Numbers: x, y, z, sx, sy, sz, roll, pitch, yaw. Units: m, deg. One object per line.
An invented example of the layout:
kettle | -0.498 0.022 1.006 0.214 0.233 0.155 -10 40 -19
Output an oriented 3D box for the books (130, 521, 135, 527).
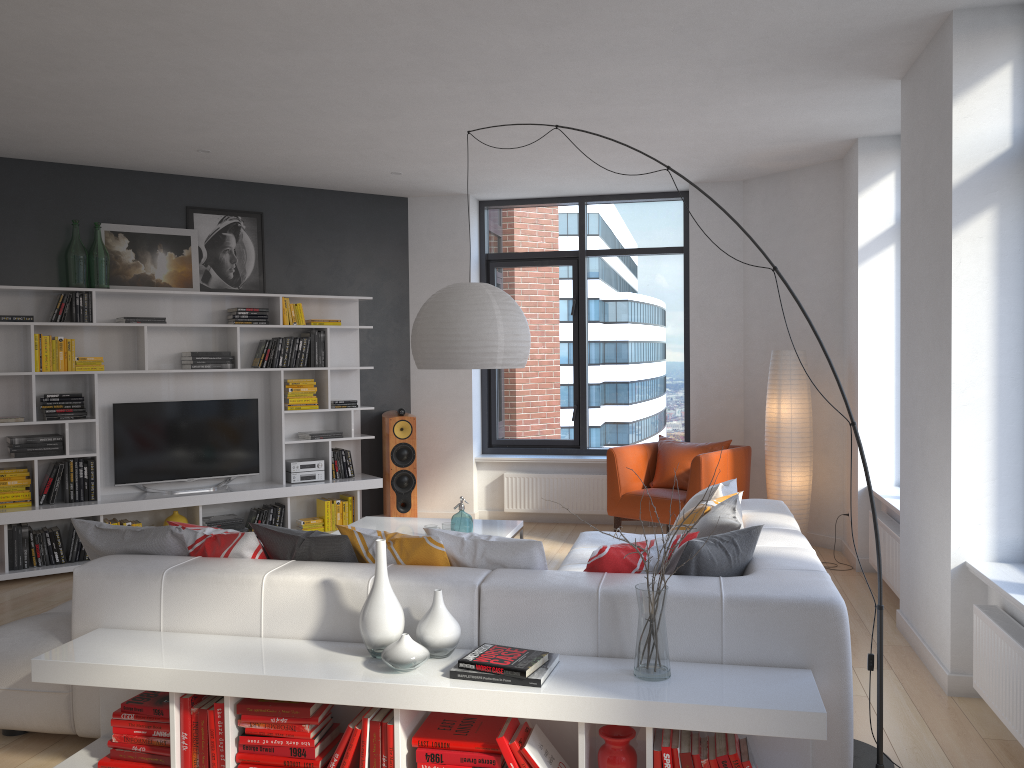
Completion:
books | -2.835 1.152 6.630 0.043 0.240 0.169 -2 2 -34

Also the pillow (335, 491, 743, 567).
pillow | 0.253 0.773 4.060 2.095 0.440 0.630 -2 2 -31

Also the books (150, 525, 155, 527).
books | -2.707 1.171 6.716 0.067 0.193 0.148 -2 2 -32

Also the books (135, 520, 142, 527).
books | -2.804 1.152 6.684 0.056 0.235 0.172 -2 2 -34

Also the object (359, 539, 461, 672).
object | -0.367 0.732 3.012 0.316 0.398 0.319 1 2 36

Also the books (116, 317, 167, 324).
books | -2.828 -0.480 6.758 0.310 0.047 0.250 -2 2 -38

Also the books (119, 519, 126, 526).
books | -2.887 1.146 6.606 0.041 0.252 0.180 -2 2 -33

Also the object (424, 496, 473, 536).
object | -0.375 0.788 5.197 0.330 0.265 0.330 1 2 36

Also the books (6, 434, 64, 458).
books | -3.444 0.445 6.401 0.343 0.137 0.277 -2 2 -33

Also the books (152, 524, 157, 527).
books | -2.691 1.170 6.736 0.046 0.193 0.149 -2 2 -32

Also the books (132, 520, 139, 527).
books | -2.825 1.152 6.659 0.043 0.235 0.171 -2 2 -35

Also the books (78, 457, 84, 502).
books | -3.198 0.701 6.551 0.034 0.315 0.239 -2 2 -33

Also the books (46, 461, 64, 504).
books | -3.326 0.717 6.455 0.100 0.289 0.210 -2 2 -34

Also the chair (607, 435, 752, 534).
chair | 1.344 0.862 7.014 0.896 0.858 0.843 1 2 44

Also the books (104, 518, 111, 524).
books | -2.981 1.140 6.555 0.048 0.271 0.213 -2 2 -33

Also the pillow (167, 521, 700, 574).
pillow | -0.374 0.803 3.636 2.250 0.449 0.575 0 2 9

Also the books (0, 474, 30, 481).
books | -3.583 0.666 6.321 0.238 0.023 0.167 -1 2 -18

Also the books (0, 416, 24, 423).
books | -3.586 0.252 6.265 0.209 0.030 0.266 -2 2 -40

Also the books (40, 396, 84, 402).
books | -3.288 0.110 6.493 0.284 0.030 0.214 -1 2 -25

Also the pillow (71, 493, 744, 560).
pillow | -0.401 0.763 3.979 2.953 0.453 0.647 -1 2 -1

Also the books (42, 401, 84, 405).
books | -3.281 0.136 6.475 0.264 0.020 0.189 -2 2 -30

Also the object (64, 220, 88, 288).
object | -3.185 -0.947 6.485 0.157 0.507 0.157 -1 2 -20

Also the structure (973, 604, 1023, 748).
structure | 1.893 1.170 3.232 0.110 0.460 1.015 0 2 12

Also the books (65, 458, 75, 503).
books | -3.249 0.703 6.514 0.034 0.314 0.237 -2 2 -33

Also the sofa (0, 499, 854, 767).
sofa | -0.293 1.021 4.463 3.424 0.732 2.614 0 2 12

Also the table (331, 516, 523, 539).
table | -0.569 1.133 5.406 1.091 0.435 1.091 0 2 12

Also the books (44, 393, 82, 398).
books | -3.273 0.082 6.470 0.246 0.026 0.180 -1 2 -26

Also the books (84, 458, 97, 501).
books | -3.134 0.708 6.587 0.051 0.297 0.230 -2 2 -33

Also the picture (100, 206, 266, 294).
picture | -2.599 -1.066 7.057 1.279 0.707 0.076 -2 2 -33

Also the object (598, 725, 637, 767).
object | 0.332 1.222 2.792 0.125 0.258 0.125 -1 2 -11

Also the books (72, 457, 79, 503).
books | -3.223 0.696 6.534 0.026 0.326 0.237 -2 2 -33

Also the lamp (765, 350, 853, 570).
lamp | 2.157 0.524 6.548 0.502 1.550 0.804 -2 2 -28

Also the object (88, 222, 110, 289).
object | -3.086 -0.952 6.617 0.157 0.507 0.157 -1 2 -20

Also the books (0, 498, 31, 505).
books | -3.577 0.827 6.309 0.269 0.025 0.213 -2 2 -30

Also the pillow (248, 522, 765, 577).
pillow | -0.053 0.775 3.576 2.120 0.436 0.608 0 2 8

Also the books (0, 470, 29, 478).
books | -3.574 0.642 6.322 0.234 0.024 0.171 -2 2 -29

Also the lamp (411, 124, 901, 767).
lamp | 0.712 0.080 3.529 0.710 2.647 3.199 -2 2 -42

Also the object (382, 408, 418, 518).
object | -1.010 0.749 7.901 0.290 1.088 0.434 -1 2 -18

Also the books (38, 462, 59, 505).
books | -3.379 0.721 6.442 0.142 0.284 0.232 -2 2 -33

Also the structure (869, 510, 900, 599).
structure | 2.362 1.098 5.486 0.110 0.460 1.015 0 2 12

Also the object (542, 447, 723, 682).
object | 0.455 0.558 2.755 0.607 0.744 0.406 -2 2 -38

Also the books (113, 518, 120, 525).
books | -2.928 1.141 6.595 0.038 0.267 0.202 -2 2 -33

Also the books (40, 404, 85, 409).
books | -3.278 0.161 6.473 0.284 0.030 0.214 -1 2 -25

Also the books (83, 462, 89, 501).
books | -3.166 0.720 6.564 0.028 0.272 0.200 -2 2 -33

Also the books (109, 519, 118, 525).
books | -2.954 1.145 6.580 0.066 0.258 0.198 -2 2 -33

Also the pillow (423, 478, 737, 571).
pillow | 0.498 0.746 4.264 0.580 0.456 2.156 1 2 38

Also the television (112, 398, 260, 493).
television | -2.552 0.484 7.006 1.102 0.704 0.207 -2 2 -33

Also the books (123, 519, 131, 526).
books | -2.872 1.146 6.629 0.055 0.252 0.185 -2 2 -35

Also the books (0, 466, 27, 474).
books | -3.596 0.617 6.336 0.234 0.024 0.171 -2 2 -29

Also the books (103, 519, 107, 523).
books | -3.002 1.141 6.517 0.029 0.270 0.204 -2 2 -33

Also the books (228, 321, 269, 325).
books | -2.145 -0.492 7.211 0.284 0.030 0.214 -2 2 -30

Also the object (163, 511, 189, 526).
object | -2.584 1.105 6.818 0.185 0.257 0.185 1 2 34

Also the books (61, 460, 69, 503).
books | -3.272 0.712 6.492 0.028 0.301 0.213 -2 2 -33

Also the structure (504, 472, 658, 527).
structure | 0.653 1.041 8.013 1.474 0.460 0.110 0 2 12

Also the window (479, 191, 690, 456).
window | 0.672 -0.538 8.295 1.960 2.402 0.170 0 2 12

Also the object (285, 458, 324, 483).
object | -1.759 0.727 7.459 0.285 0.174 0.270 -2 2 -33
